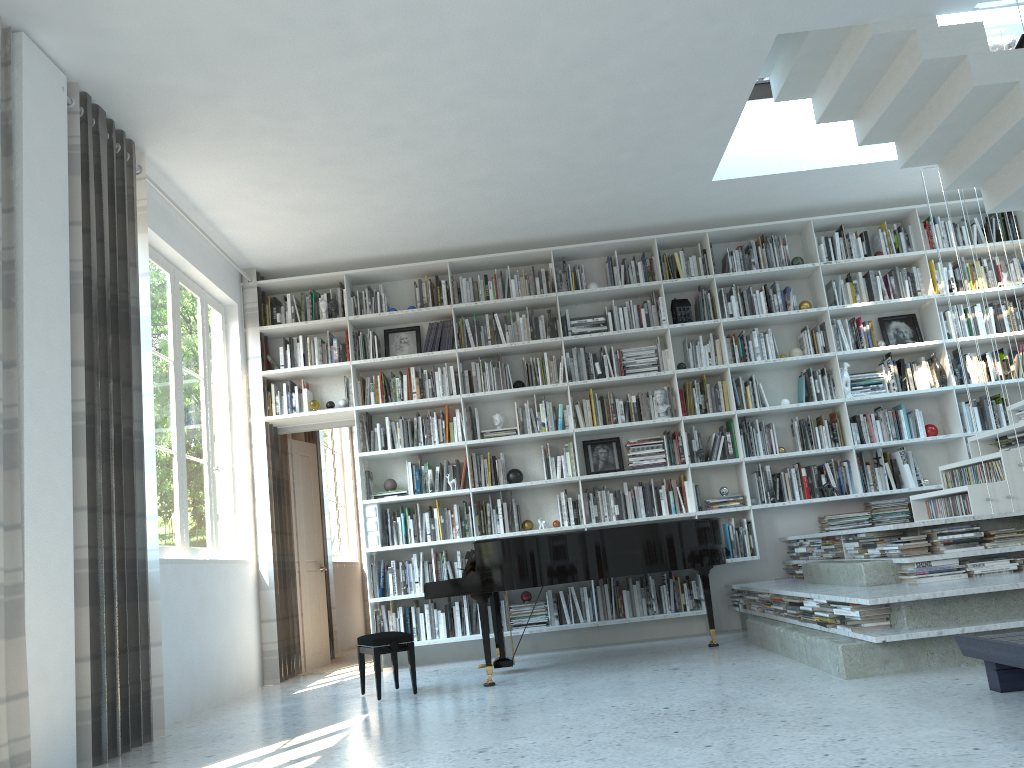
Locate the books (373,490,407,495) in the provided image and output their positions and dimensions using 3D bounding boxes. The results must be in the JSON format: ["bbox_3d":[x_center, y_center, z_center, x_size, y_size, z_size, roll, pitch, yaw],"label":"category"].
[{"bbox_3d":[-0.955,0.861,7.008,0.254,0.012,0.161,-7,-12,2],"label":"books"}]

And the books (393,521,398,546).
[{"bbox_3d":[-0.896,1.169,6.913,0.019,0.189,0.193,-6,-11,1],"label":"books"}]

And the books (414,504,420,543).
[{"bbox_3d":[-0.730,1.098,6.931,0.019,0.299,0.180,-6,-11,1],"label":"books"}]

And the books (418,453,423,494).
[{"bbox_3d":[-0.717,0.723,7.029,0.011,0.335,0.153,-6,-11,1],"label":"books"}]

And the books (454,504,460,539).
[{"bbox_3d":[-0.423,1.080,6.927,0.021,0.265,0.186,-6,-11,1],"label":"books"}]

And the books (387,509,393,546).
[{"bbox_3d":[-0.947,1.129,6.950,0.014,0.293,0.172,-6,-11,1],"label":"books"}]

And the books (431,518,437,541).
[{"bbox_3d":[-0.602,1.142,6.921,0.029,0.181,0.190,-6,-11,1],"label":"books"}]

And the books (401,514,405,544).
[{"bbox_3d":[-0.839,1.141,6.939,0.014,0.242,0.171,-6,-11,1],"label":"books"}]

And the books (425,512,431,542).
[{"bbox_3d":[-0.646,1.125,6.936,0.027,0.229,0.159,-6,-11,1],"label":"books"}]

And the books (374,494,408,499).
[{"bbox_3d":[-0.951,0.897,7.001,0.254,0.012,0.161,-7,-12,2],"label":"books"}]

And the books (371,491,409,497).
[{"bbox_3d":[-0.954,0.872,6.999,0.285,0.012,0.160,-7,-12,4],"label":"books"}]

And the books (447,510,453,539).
[{"bbox_3d":[-0.477,1.108,6.943,0.025,0.228,0.153,-6,-11,1],"label":"books"}]

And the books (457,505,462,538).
[{"bbox_3d":[-0.406,1.085,6.945,0.013,0.259,0.143,-6,-11,1],"label":"books"}]

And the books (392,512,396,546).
[{"bbox_3d":[-0.913,1.138,6.936,0.007,0.263,0.177,-6,-11,1],"label":"books"}]

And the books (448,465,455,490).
[{"bbox_3d":[-0.469,0.754,6.995,0.030,0.207,0.172,-6,-11,1],"label":"books"}]

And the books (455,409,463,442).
[{"bbox_3d":[-0.418,0.352,7.091,0.027,0.285,0.148,-6,-11,1],"label":"books"}]

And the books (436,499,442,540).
[{"bbox_3d":[-0.561,1.070,6.942,0.021,0.322,0.172,-6,-11,1],"label":"books"}]

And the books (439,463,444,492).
[{"bbox_3d":[-0.552,0.751,7.020,0.013,0.241,0.141,-6,-11,1],"label":"books"}]

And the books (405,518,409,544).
[{"bbox_3d":[-0.813,1.157,6.953,0.016,0.210,0.146,-6,-11,1],"label":"books"}]

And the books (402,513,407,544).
[{"bbox_3d":[-0.828,1.136,6.925,0.009,0.244,0.185,-6,-11,1],"label":"books"}]

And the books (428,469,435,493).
[{"bbox_3d":[-0.627,0.778,6.983,0.029,0.189,0.189,-6,-11,1],"label":"books"}]

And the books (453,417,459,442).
[{"bbox_3d":[-0.444,0.384,7.080,0.031,0.223,0.145,-6,-11,1],"label":"books"}]

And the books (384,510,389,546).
[{"bbox_3d":[-0.973,1.138,6.959,0.008,0.284,0.160,-6,-11,1],"label":"books"}]

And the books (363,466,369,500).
[{"bbox_3d":[-1.147,0.797,7.030,0.012,0.284,0.160,-6,-11,1],"label":"books"}]

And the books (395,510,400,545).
[{"bbox_3d":[-0.888,1.128,6.942,0.008,0.279,0.164,-6,-11,1],"label":"books"}]

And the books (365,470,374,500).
[{"bbox_3d":[-1.125,0.813,7.016,0.028,0.242,0.157,-6,-11,1],"label":"books"}]

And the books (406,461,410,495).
[{"bbox_3d":[-0.810,0.757,7.015,0.012,0.284,0.160,-6,-11,1],"label":"books"}]

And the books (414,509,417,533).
[{"bbox_3d":[-0.742,1.107,6.966,0.009,0.298,0.141,-6,-11,1],"label":"books"}]

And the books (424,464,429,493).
[{"bbox_3d":[-0.666,0.760,7.020,0.022,0.248,0.129,-6,-11,1],"label":"books"}]

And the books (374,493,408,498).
[{"bbox_3d":[-0.952,0.884,6.999,0.254,0.012,0.161,-6,-12,-2],"label":"books"}]

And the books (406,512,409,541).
[{"bbox_3d":[-0.805,1.122,6.950,0.009,0.277,0.158,-6,-11,1],"label":"books"}]

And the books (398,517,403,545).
[{"bbox_3d":[-0.858,1.154,6.930,0.015,0.216,0.180,-6,-11,1],"label":"books"}]

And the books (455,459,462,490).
[{"bbox_3d":[-0.419,0.729,7.011,0.021,0.251,0.154,-6,-11,1],"label":"books"}]

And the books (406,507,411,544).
[{"bbox_3d":[-0.798,1.112,6.928,0.007,0.285,0.182,-6,-11,1],"label":"books"}]

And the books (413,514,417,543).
[{"bbox_3d":[-0.751,1.141,6.958,0.016,0.230,0.136,-6,-11,1],"label":"books"}]

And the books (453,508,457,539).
[{"bbox_3d":[-0.438,1.095,6.943,0.010,0.245,0.160,-6,-11,1],"label":"books"}]

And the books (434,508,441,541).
[{"bbox_3d":[-0.579,1.106,6.938,0.026,0.253,0.177,-6,-11,1],"label":"books"}]

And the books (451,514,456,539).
[{"bbox_3d":[-0.451,1.123,6.942,0.023,0.194,0.140,-6,-11,1],"label":"books"}]

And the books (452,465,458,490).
[{"bbox_3d":[-0.441,0.752,7.004,0.027,0.209,0.144,-6,-11,1],"label":"books"}]

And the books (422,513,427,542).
[{"bbox_3d":[-0.681,1.133,6.953,0.045,0.229,0.138,-6,-11,1],"label":"books"}]

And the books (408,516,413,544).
[{"bbox_3d":[-0.783,1.145,6.928,0.015,0.218,0.190,-6,-11,1],"label":"books"}]

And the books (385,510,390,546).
[{"bbox_3d":[-0.962,1.134,6.957,0.016,0.289,0.153,-6,-11,1],"label":"books"}]

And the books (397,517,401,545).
[{"bbox_3d":[-0.873,1.158,6.942,0.015,0.218,0.177,-6,-11,1],"label":"books"}]

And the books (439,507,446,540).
[{"bbox_3d":[-0.534,1.095,6.928,0.028,0.260,0.181,-6,-11,1],"label":"books"}]

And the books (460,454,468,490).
[{"bbox_3d":[-0.370,0.703,6.974,0.082,0.276,0.229,-6,-11,1],"label":"books"}]

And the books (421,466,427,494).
[{"bbox_3d":[-0.691,0.773,7.025,0.030,0.231,0.148,-6,-11,1],"label":"books"}]

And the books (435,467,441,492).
[{"bbox_3d":[-0.585,0.768,7.018,0.056,0.214,0.143,-6,-11,1],"label":"books"}]

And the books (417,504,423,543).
[{"bbox_3d":[-0.714,1.095,6.943,0.012,0.305,0.190,-6,-11,1],"label":"books"}]

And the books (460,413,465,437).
[{"bbox_3d":[-0.385,0.362,7.089,0.036,0.257,0.123,-6,-11,1],"label":"books"}]

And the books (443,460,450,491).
[{"bbox_3d":[-0.517,0.737,7.007,0.060,0.255,0.159,-6,-11,1],"label":"books"}]

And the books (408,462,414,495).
[{"bbox_3d":[-0.791,0.760,7.012,0.024,0.272,0.150,-6,-11,1],"label":"books"}]

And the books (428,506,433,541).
[{"bbox_3d":[-0.629,1.098,6.940,0.014,0.281,0.150,-6,-11,1],"label":"books"}]

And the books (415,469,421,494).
[{"bbox_3d":[-0.731,0.781,6.984,0.029,0.207,0.190,-6,-11,1],"label":"books"}]

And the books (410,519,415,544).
[{"bbox_3d":[-0.766,1.157,6.921,0.016,0.188,0.184,-6,-11,1],"label":"books"}]

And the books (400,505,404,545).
[{"bbox_3d":[-0.853,1.107,6.948,0.006,0.314,0.146,-6,-11,1],"label":"books"}]

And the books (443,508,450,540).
[{"bbox_3d":[-0.505,1.099,6.931,0.028,0.248,0.159,-6,-11,1],"label":"books"}]

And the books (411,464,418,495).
[{"bbox_3d":[-0.763,0.767,7.018,0.031,0.255,0.143,-6,-11,1],"label":"books"}]

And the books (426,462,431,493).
[{"bbox_3d":[-0.650,0.754,7.002,0.011,0.250,0.172,-6,-11,1],"label":"books"}]

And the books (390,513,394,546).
[{"bbox_3d":[-0.927,1.146,6.955,0.022,0.256,0.142,-6,-11,1],"label":"books"}]
